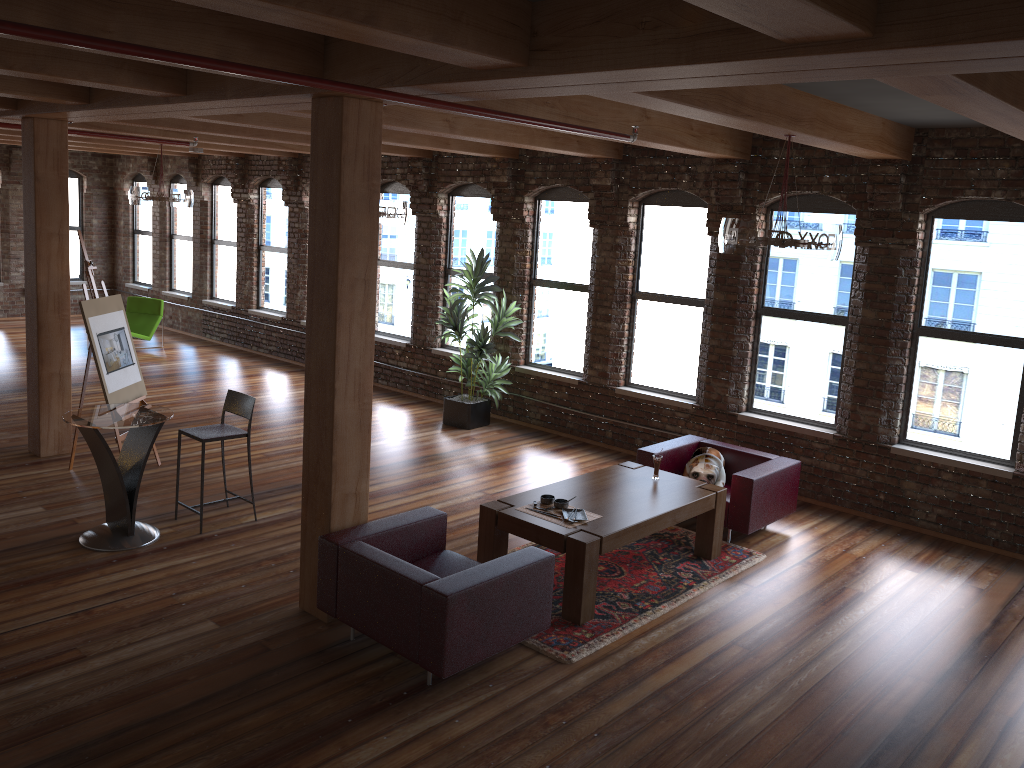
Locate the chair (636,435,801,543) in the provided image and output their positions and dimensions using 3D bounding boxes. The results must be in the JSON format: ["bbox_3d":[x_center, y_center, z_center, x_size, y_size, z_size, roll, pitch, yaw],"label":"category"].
[{"bbox_3d":[1.720,0.884,7.478,1.076,0.589,0.868,12,14,41],"label":"chair"}]

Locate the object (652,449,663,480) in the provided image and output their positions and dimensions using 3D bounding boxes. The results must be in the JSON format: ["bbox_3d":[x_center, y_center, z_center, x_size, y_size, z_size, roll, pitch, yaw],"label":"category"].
[{"bbox_3d":[1.118,0.613,6.775,0.095,0.230,0.076,1,9,-15],"label":"object"}]

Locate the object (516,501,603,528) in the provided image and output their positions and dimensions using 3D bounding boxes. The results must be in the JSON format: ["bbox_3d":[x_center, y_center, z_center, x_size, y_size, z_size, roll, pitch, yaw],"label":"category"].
[{"bbox_3d":[0.309,0.854,5.879,0.471,0.001,0.353,13,14,41],"label":"object"}]

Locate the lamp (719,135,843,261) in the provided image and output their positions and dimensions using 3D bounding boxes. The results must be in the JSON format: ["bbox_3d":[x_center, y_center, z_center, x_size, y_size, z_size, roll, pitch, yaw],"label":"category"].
[{"bbox_3d":[1.842,-1.273,6.003,0.809,0.809,0.815,2,10,-7],"label":"lamp"}]

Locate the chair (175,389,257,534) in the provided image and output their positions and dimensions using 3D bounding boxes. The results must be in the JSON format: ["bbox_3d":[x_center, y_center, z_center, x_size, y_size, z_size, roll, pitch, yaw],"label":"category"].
[{"bbox_3d":[-2.282,0.578,6.833,0.432,0.975,0.468,11,12,41],"label":"chair"}]

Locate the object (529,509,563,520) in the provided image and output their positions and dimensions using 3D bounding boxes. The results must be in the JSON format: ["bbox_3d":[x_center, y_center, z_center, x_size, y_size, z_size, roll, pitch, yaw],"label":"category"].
[{"bbox_3d":[0.219,0.855,5.824,0.271,0.008,0.007,12,13,36],"label":"object"}]

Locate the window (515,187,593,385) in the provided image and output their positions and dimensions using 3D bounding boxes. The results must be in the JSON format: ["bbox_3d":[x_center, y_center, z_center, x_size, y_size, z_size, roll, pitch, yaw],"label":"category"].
[{"bbox_3d":[0.533,-1.170,10.220,0.973,2.200,0.236,11,11,41],"label":"window"}]

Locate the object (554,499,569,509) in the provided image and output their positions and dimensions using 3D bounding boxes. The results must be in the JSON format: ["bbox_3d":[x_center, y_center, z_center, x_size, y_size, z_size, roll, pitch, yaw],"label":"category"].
[{"bbox_3d":[0.333,0.811,5.987,0.098,0.043,0.099,1,11,-11],"label":"object"}]

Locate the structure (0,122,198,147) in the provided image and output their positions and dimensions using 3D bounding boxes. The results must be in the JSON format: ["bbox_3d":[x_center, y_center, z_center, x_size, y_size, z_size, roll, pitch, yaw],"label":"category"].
[{"bbox_3d":[-5.749,-2.321,7.268,0.051,0.111,6.827,11,13,41],"label":"structure"}]

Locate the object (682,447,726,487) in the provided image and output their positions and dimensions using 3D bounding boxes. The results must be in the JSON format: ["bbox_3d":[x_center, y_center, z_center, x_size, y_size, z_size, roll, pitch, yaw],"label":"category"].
[{"bbox_3d":[1.601,0.712,7.403,0.365,0.295,0.759,6,11,13],"label":"object"}]

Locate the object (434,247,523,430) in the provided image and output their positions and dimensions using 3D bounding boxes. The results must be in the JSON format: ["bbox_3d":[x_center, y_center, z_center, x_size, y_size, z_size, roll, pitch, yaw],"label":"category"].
[{"bbox_3d":[-0.457,-0.561,10.361,0.967,2.089,1.086,-3,11,-35],"label":"object"}]

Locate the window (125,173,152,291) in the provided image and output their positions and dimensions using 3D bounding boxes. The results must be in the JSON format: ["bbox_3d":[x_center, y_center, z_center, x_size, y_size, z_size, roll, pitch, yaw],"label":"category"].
[{"bbox_3d":[-7.092,-2.931,16.986,0.973,2.200,0.233,11,11,41],"label":"window"}]

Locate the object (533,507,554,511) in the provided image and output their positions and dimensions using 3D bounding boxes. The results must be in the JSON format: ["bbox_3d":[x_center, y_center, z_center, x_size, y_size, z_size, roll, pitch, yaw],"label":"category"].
[{"bbox_3d":[0.212,0.824,5.916,0.153,0.030,0.045,9,11,26],"label":"object"}]

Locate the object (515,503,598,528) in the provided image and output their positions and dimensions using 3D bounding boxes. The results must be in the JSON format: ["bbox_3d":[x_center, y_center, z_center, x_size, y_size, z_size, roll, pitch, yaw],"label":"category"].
[{"bbox_3d":[0.308,0.854,5.879,0.473,0.003,0.333,13,14,41],"label":"object"}]

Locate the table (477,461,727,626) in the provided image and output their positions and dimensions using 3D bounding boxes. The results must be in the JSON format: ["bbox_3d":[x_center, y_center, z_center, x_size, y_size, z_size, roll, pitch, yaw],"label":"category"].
[{"bbox_3d":[0.684,1.066,6.345,0.904,0.546,1.755,12,14,41],"label":"table"}]

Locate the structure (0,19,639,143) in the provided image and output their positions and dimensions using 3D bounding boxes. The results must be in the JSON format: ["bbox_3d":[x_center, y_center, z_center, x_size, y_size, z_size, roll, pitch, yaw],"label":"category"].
[{"bbox_3d":[-1.438,-1.325,3.442,0.051,0.111,6.827,11,13,41],"label":"structure"}]

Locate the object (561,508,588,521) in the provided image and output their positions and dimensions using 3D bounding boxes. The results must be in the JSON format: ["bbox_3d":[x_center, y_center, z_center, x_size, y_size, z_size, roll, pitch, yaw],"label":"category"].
[{"bbox_3d":[0.410,0.861,5.819,0.154,0.018,0.214,3,11,-3],"label":"object"}]

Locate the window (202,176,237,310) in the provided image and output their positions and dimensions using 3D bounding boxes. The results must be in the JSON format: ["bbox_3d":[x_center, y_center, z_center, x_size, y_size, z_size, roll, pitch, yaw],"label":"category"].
[{"bbox_3d":[-4.898,-2.424,15.040,0.973,2.200,0.233,11,11,41],"label":"window"}]

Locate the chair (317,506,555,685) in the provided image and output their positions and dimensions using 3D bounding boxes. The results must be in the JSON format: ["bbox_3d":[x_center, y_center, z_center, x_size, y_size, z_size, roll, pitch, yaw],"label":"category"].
[{"bbox_3d":[-0.450,1.212,5.116,1.076,0.589,0.868,12,14,41],"label":"chair"}]

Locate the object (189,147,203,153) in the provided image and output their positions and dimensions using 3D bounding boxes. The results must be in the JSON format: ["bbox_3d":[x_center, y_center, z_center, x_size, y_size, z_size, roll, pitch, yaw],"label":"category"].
[{"bbox_3d":[-4.320,-3.205,12.116,0.148,0.071,0.146,13,14,41],"label":"object"}]

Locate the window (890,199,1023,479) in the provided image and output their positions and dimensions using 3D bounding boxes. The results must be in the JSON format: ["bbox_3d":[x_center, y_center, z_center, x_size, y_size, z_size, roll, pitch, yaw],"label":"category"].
[{"bbox_3d":[3.790,-0.418,7.330,0.973,2.200,0.236,11,11,41],"label":"window"}]

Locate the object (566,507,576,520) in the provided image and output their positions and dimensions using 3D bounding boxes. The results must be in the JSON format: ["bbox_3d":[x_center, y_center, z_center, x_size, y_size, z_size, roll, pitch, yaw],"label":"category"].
[{"bbox_3d":[0.389,0.848,5.815,0.007,0.008,0.272,6,11,15],"label":"object"}]

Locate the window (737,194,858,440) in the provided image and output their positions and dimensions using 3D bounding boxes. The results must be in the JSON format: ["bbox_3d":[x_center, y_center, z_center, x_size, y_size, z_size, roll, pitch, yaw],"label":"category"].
[{"bbox_3d":[2.704,-0.669,8.293,0.973,2.200,0.236,11,11,41],"label":"window"}]

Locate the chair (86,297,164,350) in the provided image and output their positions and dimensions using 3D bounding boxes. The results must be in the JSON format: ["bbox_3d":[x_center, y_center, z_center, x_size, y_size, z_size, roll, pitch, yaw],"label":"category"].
[{"bbox_3d":[-6.097,-0.938,13.988,0.681,0.791,0.962,6,10,16],"label":"chair"}]

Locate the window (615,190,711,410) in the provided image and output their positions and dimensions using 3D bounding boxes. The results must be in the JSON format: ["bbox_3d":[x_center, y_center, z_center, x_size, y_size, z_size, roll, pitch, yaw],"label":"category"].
[{"bbox_3d":[1.618,-0.919,9.257,0.973,2.200,0.236,11,11,41],"label":"window"}]

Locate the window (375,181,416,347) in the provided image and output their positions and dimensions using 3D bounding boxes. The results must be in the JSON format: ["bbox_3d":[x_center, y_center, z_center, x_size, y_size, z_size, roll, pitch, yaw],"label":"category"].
[{"bbox_3d":[-1.642,-1.672,12.148,0.973,2.200,0.232,11,11,41],"label":"window"}]

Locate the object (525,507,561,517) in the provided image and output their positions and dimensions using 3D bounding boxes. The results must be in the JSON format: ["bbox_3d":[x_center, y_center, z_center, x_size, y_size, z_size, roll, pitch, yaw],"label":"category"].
[{"bbox_3d":[0.205,0.846,5.862,0.271,0.008,0.007,10,12,30],"label":"object"}]

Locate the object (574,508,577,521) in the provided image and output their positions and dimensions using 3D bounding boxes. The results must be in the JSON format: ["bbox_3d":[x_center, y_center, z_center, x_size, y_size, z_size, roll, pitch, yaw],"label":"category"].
[{"bbox_3d":[0.418,0.849,5.819,0.007,0.008,0.272,5,11,7],"label":"object"}]

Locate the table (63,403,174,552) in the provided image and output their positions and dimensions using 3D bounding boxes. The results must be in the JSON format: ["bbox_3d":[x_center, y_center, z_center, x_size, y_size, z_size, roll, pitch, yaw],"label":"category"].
[{"bbox_3d":[-2.822,0.670,6.375,0.721,0.918,0.726,-1,10,-23],"label":"table"}]

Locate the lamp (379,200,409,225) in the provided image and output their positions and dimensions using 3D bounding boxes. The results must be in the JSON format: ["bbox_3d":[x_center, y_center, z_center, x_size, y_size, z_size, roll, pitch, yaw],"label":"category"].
[{"bbox_3d":[-1.436,-2.030,8.912,0.809,0.809,0.815,2,10,-6],"label":"lamp"}]

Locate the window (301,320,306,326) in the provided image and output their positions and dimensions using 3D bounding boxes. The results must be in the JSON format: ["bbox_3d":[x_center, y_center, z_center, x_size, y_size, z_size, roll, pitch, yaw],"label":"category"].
[{"bbox_3d":[-2.727,-1.923,13.114,0.973,2.200,0.237,11,11,41],"label":"window"}]

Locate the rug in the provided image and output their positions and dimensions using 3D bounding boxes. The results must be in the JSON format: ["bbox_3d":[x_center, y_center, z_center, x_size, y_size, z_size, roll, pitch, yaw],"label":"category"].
[{"bbox_3d":[0.643,1.339,6.346,1.350,0.009,2.469,13,14,41],"label":"rug"}]

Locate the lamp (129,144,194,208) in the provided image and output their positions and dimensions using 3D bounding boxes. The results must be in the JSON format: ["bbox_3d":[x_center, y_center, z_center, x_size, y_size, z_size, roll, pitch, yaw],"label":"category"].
[{"bbox_3d":[-4.655,-2.774,11.769,0.809,0.809,0.815,1,10,-12],"label":"lamp"}]

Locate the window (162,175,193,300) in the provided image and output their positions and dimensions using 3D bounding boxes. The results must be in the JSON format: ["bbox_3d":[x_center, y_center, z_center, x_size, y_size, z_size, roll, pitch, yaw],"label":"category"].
[{"bbox_3d":[-5.986,-2.675,16.004,0.973,2.200,0.232,11,11,41],"label":"window"}]

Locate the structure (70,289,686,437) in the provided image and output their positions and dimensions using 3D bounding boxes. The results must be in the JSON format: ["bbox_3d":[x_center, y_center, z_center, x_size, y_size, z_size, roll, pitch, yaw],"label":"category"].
[{"bbox_3d":[-3.045,-0.666,13.326,13.756,0.311,1.639,11,13,34],"label":"structure"}]

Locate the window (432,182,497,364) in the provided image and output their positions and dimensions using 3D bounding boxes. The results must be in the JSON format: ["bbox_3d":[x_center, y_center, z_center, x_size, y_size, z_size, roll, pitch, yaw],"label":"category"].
[{"bbox_3d":[-0.554,-1.421,11.185,0.973,2.200,0.236,11,11,41],"label":"window"}]

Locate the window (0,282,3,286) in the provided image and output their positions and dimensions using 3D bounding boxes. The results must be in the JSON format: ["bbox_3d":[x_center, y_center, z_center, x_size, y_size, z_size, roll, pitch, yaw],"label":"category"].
[{"bbox_3d":[-9.649,-2.851,15.795,0.219,2.203,0.971,11,11,41],"label":"window"}]

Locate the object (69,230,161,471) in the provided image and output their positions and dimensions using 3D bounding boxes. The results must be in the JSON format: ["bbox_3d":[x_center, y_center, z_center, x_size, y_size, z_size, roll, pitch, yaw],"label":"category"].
[{"bbox_3d":[-3.544,-0.264,7.766,0.685,2.126,0.706,4,9,2],"label":"object"}]

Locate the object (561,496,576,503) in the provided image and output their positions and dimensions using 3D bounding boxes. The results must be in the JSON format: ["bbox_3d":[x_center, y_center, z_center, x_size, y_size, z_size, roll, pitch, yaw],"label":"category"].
[{"bbox_3d":[0.364,0.787,5.979,0.137,0.079,0.045,5,9,7],"label":"object"}]

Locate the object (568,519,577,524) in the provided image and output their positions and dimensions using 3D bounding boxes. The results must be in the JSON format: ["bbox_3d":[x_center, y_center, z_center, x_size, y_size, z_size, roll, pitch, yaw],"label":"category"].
[{"bbox_3d":[0.389,0.885,5.682,0.059,0.021,0.018,9,11,28],"label":"object"}]

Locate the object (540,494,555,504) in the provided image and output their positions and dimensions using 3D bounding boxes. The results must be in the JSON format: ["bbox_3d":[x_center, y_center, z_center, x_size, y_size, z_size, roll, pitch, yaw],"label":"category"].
[{"bbox_3d":[0.244,0.792,6.062,0.099,0.043,0.099,-1,11,-22],"label":"object"}]

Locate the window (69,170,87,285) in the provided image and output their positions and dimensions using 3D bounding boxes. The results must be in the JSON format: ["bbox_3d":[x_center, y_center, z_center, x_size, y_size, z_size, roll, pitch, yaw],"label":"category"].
[{"bbox_3d":[-8.654,-3.004,16.895,0.219,2.203,0.971,11,11,41],"label":"window"}]

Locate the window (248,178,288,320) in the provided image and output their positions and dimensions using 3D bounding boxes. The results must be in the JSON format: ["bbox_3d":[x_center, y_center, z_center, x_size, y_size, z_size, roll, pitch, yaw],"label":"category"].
[{"bbox_3d":[-3.816,-2.174,14.076,0.973,2.200,0.230,11,11,41],"label":"window"}]

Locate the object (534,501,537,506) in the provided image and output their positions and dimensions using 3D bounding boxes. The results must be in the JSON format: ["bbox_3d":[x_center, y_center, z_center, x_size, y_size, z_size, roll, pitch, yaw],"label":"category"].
[{"bbox_3d":[0.158,0.811,5.991,0.018,0.021,0.059,2,11,-6],"label":"object"}]
